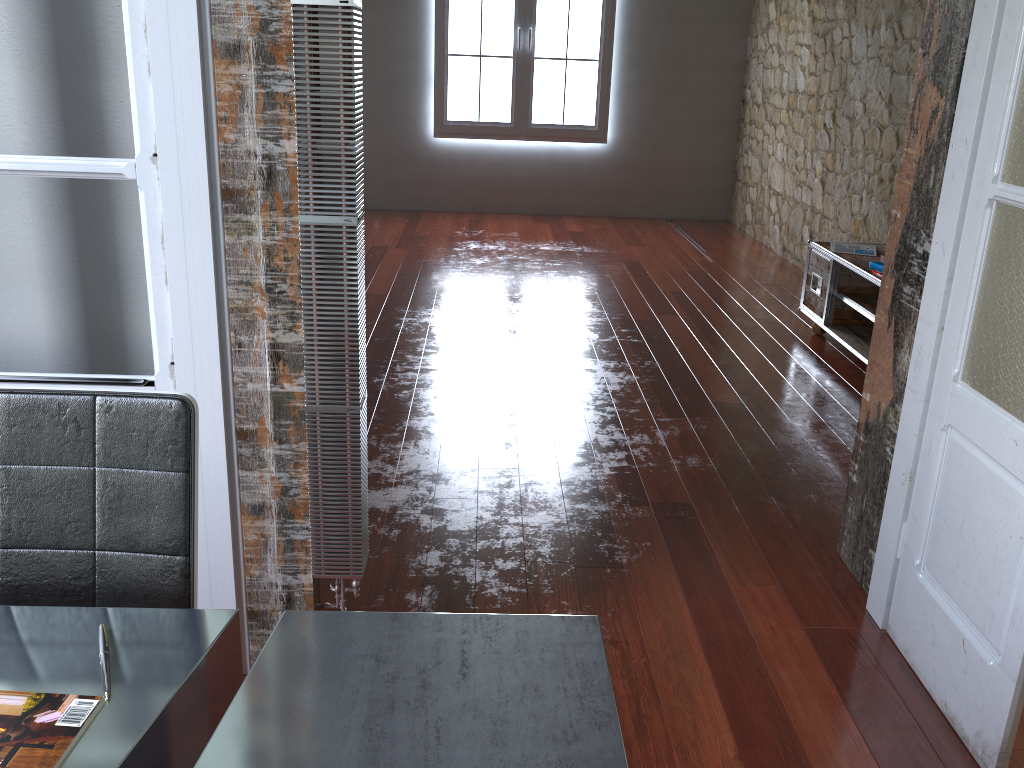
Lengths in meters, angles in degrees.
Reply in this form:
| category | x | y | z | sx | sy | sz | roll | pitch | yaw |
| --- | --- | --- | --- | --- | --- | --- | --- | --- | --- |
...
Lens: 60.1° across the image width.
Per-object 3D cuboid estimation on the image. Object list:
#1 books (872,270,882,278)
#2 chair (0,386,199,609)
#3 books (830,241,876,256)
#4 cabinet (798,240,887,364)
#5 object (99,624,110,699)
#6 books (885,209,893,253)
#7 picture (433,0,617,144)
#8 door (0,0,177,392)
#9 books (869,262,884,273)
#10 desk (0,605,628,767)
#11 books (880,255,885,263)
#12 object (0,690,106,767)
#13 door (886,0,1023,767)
| category | x | y | z | sx | sy | sz | roll | pitch | yaw |
| --- | --- | --- | --- | --- | --- | --- | --- | --- | --- |
| books | 1.774 | -0.474 | 3.976 | 0.197 | 0.032 | 0.289 | 1 | 20 | -2 |
| chair | -0.681 | 0.537 | 1.147 | 0.475 | 0.904 | 0.611 | 2 | 18 | -2 |
| books | 1.799 | -0.728 | 4.674 | 0.224 | 0.028 | 0.310 | 9 | 21 | 17 |
| cabinet | 1.868 | -0.296 | 4.255 | 0.488 | 0.502 | 1.447 | 2 | 20 | -2 |
| object | -0.508 | 0.344 | 1.104 | 0.011 | 0.011 | 0.151 | -7 | 22 | -24 |
| books | 1.999 | -0.759 | 4.444 | 0.198 | 0.259 | 0.067 | 2 | 18 | -2 |
| picture | 0.114 | -3.138 | 7.741 | 1.579 | 1.956 | 0.129 | 2 | 18 | -2 |
| door | -1.208 | -0.365 | 1.741 | 1.160 | 2.147 | 0.041 | 2 | 18 | -2 |
| books | 1.775 | -0.503 | 3.967 | 0.197 | 0.030 | 0.289 | -4 | 21 | -16 |
| desk | -0.591 | 0.913 | 0.496 | 1.445 | 0.643 | 1.741 | 1 | 20 | -2 |
| books | 1.779 | -0.533 | 3.962 | 0.174 | 0.029 | 0.258 | 3 | 20 | 3 |
| object | -0.637 | 0.403 | 0.944 | 0.307 | 0.012 | 0.227 | 3 | 20 | 2 |
| door | 1.095 | -0.155 | 1.410 | 0.483 | 2.147 | 1.204 | -7 | 20 | -26 |
